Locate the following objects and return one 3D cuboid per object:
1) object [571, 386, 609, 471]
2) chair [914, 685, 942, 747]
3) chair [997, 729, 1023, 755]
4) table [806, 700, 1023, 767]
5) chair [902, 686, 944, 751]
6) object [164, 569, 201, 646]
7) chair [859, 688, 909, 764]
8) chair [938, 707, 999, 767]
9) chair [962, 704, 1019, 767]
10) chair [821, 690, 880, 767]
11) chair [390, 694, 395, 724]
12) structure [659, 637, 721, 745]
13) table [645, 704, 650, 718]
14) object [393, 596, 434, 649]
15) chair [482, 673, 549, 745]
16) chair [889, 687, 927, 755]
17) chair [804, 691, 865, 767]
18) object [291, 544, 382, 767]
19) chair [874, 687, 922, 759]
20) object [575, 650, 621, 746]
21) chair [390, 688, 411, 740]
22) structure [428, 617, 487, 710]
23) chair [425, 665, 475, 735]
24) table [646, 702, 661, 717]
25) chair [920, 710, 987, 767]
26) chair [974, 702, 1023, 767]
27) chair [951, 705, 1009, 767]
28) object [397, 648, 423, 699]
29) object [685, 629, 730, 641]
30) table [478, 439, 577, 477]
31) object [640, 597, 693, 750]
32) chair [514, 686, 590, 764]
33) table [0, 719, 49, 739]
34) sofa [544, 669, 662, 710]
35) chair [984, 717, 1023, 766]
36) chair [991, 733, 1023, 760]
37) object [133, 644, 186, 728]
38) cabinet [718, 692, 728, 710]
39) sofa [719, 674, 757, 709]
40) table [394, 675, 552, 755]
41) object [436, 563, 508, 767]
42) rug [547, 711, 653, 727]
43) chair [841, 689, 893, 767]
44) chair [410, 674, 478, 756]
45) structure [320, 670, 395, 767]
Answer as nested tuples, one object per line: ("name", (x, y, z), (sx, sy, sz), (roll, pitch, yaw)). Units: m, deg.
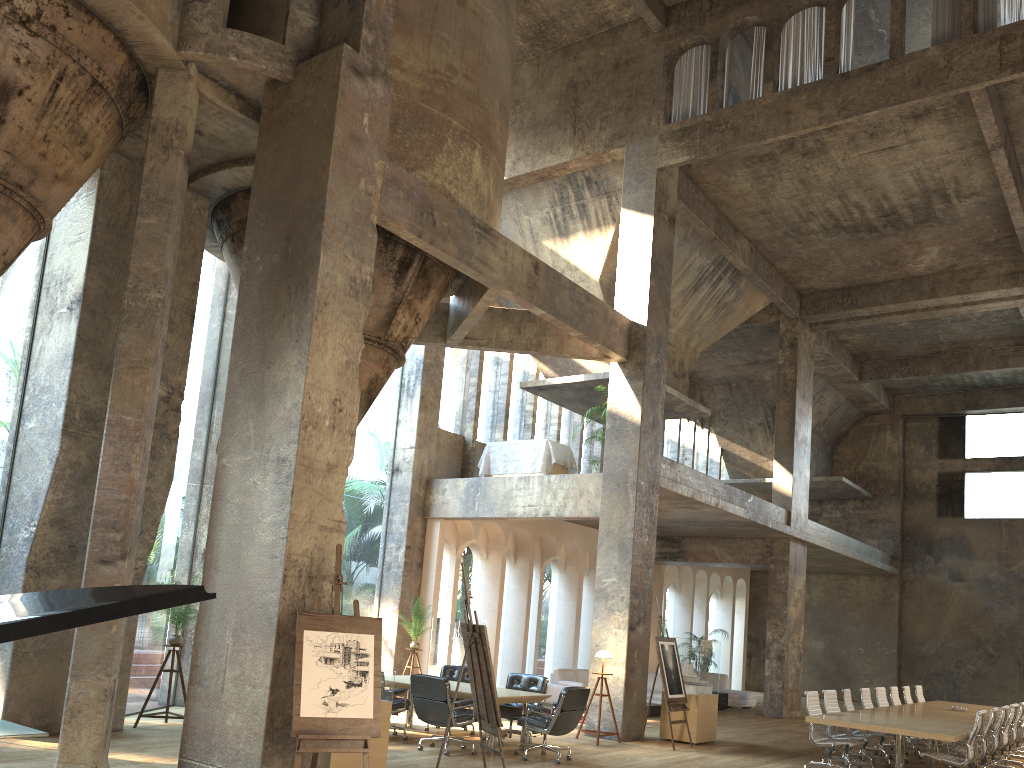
("object", (1.834, 0.805, 15.006), (1.408, 1.771, 1.380), (-5, -14, 42))
("chair", (7.666, 6.019, 15.947), (0.702, 1.004, 0.677), (-4, -14, 42))
("chair", (8.753, 5.890, 15.128), (0.702, 1.004, 0.677), (-4, -13, 42))
("table", (6.351, 5.234, 12.929), (1.607, 0.742, 7.867), (-5, -18, 35))
("chair", (7.107, 5.772, 15.194), (0.702, 1.004, 0.677), (-4, -13, 40))
("object", (-4.007, 2.707, 10.660), (0.862, 0.920, 0.701), (-4, -14, 39))
("chair", (5.521, 5.066, 13.051), (0.702, 1.004, 0.677), (-4, -13, 42))
("chair", (5.639, 4.487, 10.852), (0.702, 1.004, 0.677), (-4, -13, 40))
("chair", (6.704, 4.962, 12.298), (0.703, 1.004, 0.676), (-5, -14, 45))
("chair", (4.471, 4.598, 11.628), (0.703, 1.004, 0.676), (-5, -14, 45))
("chair", (-2.003, 4.322, 12.338), (0.822, 0.874, 0.745), (-2, -13, 31))
("structure", (2.740, 4.687, 13.475), (0.595, 1.516, 0.757), (-2, -11, 37))
("table", (2.150, 6.162, 16.708), (0.863, 0.241, 0.377), (-6, -17, 36))
("object", (-1.698, 4.103, 15.159), (0.688, 0.920, 0.878), (-1, -12, 27))
("chair", (0.022, 4.325, 11.725), (0.730, 0.874, 0.839), (-2, -13, 30))
("chair", (6.568, 5.531, 14.464), (0.702, 1.004, 0.677), (-4, -13, 42))
("chair", (3.991, 4.369, 10.920), (0.702, 1.004, 0.677), (-4, -13, 42))
("object", (-1.388, 2.314, 6.917), (0.708, 2.103, 0.692), (9, -9, -27))
("chair", (6.041, 5.296, 13.748), (0.703, 1.004, 0.676), (-5, -14, 45))
("object", (1.186, 4.438, 12.519), (0.572, 1.270, 0.671), (-2, -11, 37))
("chair", (-1.665, 4.031, 11.151), (0.732, 0.874, 0.837), (-3, -14, 37))
("structure", (-0.957, 4.811, 15.076), (0.595, 1.516, 0.757), (-2, -11, 37))
("chair", (-0.809, 4.410, 12.301), (0.728, 0.874, 0.841), (3, -11, 11))
("table", (2.365, 6.280, 16.999), (0.793, 0.198, 1.132), (-6, -18, 36))
("chair", (2.831, 4.525, 11.833), (13.001, 1.010, 32.130), (-6, -18, 35))
("chair", (7.225, 5.192, 12.996), (0.702, 1.004, 0.677), (-4, -13, 42))
("chair", (6.178, 4.727, 11.583), (0.702, 1.004, 0.677), (-4, -13, 42))
("object", (-1.722, 5.019, 15.003), (0.658, 0.952, 0.583), (5, -10, 1))
("object", (4.899, 7.249, 22.906), (1.408, 1.775, 1.380), (-5, -14, 42))
("table", (0.274, 1.497, 16.167), (1.756, 0.785, 1.137), (-6, -16, 36))
("object", (2.254, 4.188, 12.789), (0.685, 2.103, 0.714), (-1, -10, 36))
("chair", (0.438, 4.036, 10.519), (0.822, 0.874, 0.745), (-2, -13, 33))
("table", (-4.335, 2.706, 6.383), (1.878, 0.534, 0.960), (-6, -17, 36))
("sofa", (2.276, 6.247, 17.895), (2.072, 0.706, 2.987), (-6, -18, 36))
("chair", (7.764, 5.437, 13.744), (0.701, 1.004, 0.678), (-3, -12, 36))
("chair", (8.268, 5.661, 14.424), (0.703, 1.004, 0.676), (-5, -14, 45))
("object", (-4.163, 3.662, 10.691), (0.661, 0.952, 0.580), (8, -10, -17))
("cabinet", (4.260, 6.949, 19.234), (0.397, 0.362, 1.593), (-4, -17, 36))
("sofa", (4.748, 7.347, 21.234), (2.075, 0.705, 1.092), (-6, -16, 36))
("table", (-0.813, 4.274, 11.439), (2.419, 0.685, 1.126), (-6, -17, 36))
("object", (-0.361, 2.818, 8.481), (0.689, 2.103, 0.711), (8, -9, -21))
("rug", (1.049, 5.783, 15.200), (2.472, 0.009, 1.373), (-7, -19, 36))
("chair", (4.968, 4.823, 12.313), (0.701, 1.004, 0.678), (-3, -12, 36))
("chair", (-0.768, 3.928, 10.487), (0.733, 0.874, 0.835), (-5, -15, 43))
("structure", (-1.703, 3.258, 8.509), (0.745, 0.993, 0.749), (-3, -13, 36))
